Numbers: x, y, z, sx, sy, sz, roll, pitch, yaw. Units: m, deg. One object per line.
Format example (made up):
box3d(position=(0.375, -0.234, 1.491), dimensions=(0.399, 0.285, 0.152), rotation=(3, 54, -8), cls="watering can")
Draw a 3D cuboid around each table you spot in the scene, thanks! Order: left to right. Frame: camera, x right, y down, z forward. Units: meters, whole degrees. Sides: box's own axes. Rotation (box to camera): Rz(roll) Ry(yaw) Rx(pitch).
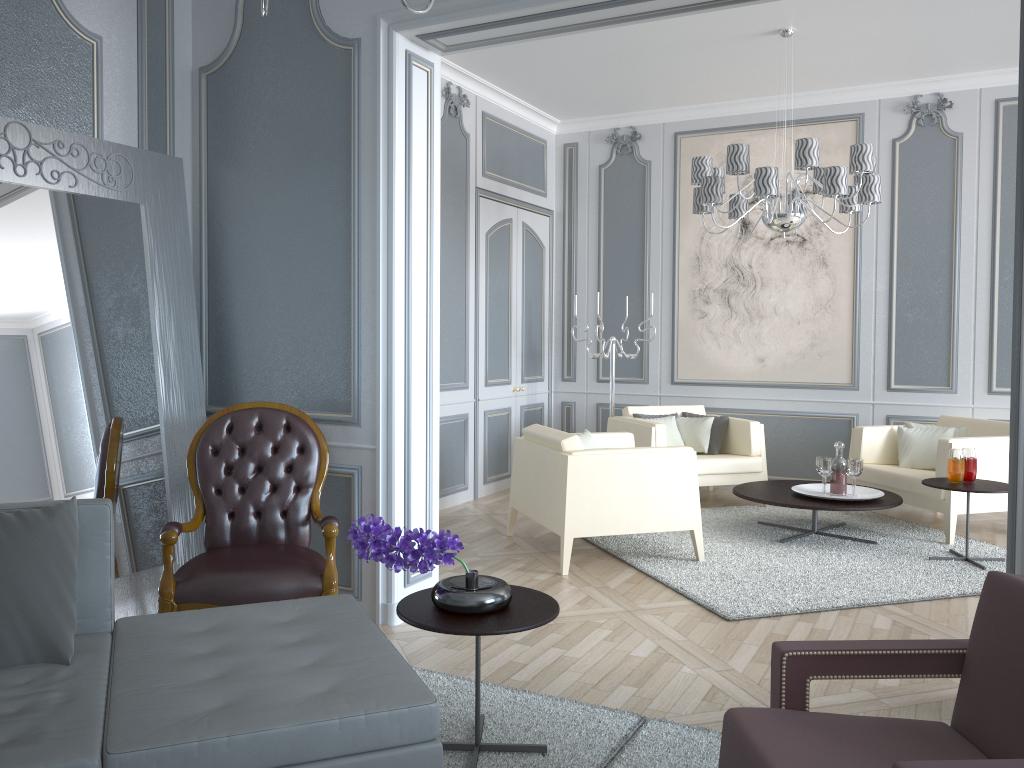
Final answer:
box3d(position=(-0.087, 0.754, 2.263), dimensions=(0.414, 0.385, 0.414), rotation=(1, 3, 15), cls="table")
box3d(position=(1.664, 0.715, 4.871), dimensions=(0.882, 0.239, 0.883), rotation=(2, 3, 25), cls="table")
box3d(position=(2.205, 0.675, 4.290), dimensions=(0.414, 0.385, 0.414), rotation=(0, 3, -15), cls="table")

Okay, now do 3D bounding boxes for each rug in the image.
box3d(position=(-0.350, 1.009, 1.076), dimensions=(2.018, 0.010, 3.205), rotation=(2, 3, 27), cls="rug")
box3d(position=(1.475, 0.840, 4.637), dimensions=(2.000, 0.010, 2.001), rotation=(-1, 3, -18), cls="rug")

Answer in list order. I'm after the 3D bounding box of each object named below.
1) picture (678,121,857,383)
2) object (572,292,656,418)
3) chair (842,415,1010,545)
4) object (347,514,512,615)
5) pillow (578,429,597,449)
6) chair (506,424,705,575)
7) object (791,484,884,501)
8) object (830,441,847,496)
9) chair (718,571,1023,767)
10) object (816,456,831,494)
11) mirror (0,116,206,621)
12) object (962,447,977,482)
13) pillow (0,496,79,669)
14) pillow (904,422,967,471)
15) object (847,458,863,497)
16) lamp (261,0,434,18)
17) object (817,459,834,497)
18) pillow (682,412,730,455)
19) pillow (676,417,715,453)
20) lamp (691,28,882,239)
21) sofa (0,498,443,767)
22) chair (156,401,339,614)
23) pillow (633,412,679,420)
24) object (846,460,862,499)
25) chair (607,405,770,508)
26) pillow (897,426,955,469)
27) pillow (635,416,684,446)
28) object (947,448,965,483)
box3d(position=(1.756, -0.895, 6.208), dimensions=(1.199, 1.750, 0.001), rotation=(2, 2, 27), cls="picture")
box3d(position=(0.702, 0.066, 6.211), dimensions=(0.446, 1.385, 0.447), rotation=(0, 2, -18), cls="object")
box3d(position=(2.498, 0.516, 5.131), dimensions=(0.737, 0.620, 0.855), rotation=(0, 3, -18), cls="chair")
box3d(position=(-0.211, 0.450, 2.251), dimensions=(0.425, 0.221, 0.206), rotation=(0, 2, -3), cls="object")
box3d(position=(0.377, 0.396, 4.636), dimensions=(0.182, 0.285, 0.361), rotation=(2, 3, 33), cls="pillow")
box3d(position=(0.452, 0.533, 4.529), dimensions=(0.737, 0.620, 0.855), rotation=(0, 3, -18), cls="chair")
box3d(position=(1.746, 0.587, 4.761), dimensions=(0.468, 0.028, 0.468), rotation=(3, 4, 40), cls="object")
box3d(position=(1.756, 0.453, 4.764), dimensions=(0.086, 0.290, 0.086), rotation=(-1, 3, -42), cls="object")
box3d(position=(0.706, 0.681, 1.520), dimensions=(0.606, 0.620, 0.576), rotation=(0, 2, -3), cls="chair")
box3d(position=(1.694, 0.496, 4.825), dimensions=(0.080, 0.196, 0.080), rotation=(1, 2, 10), cls="object")
box3d(position=(-1.580, 0.016, 2.948), dimensions=(0.251, 1.791, 1.401), rotation=(1, 3, 27), cls="mirror")
box3d(position=(2.241, 0.397, 4.352), dimensions=(0.075, 0.165, 0.075), rotation=(0, 2, -14), cls="object")
box3d(position=(-1.164, 0.450, 1.900), dimensions=(0.422, 0.354, 0.253), rotation=(-1, 3, -25), cls="pillow")
box3d(position=(2.514, 0.377, 5.280), dimensions=(0.351, 0.276, 0.184), rotation=(2, 3, 33), cls="pillow")
box3d(position=(1.842, 0.500, 4.760), dimensions=(0.080, 0.196, 0.080), rotation=(1, 2, 10), cls="object")
box3d(position=(-0.344, -1.182, 1.279), dimensions=(0.976, 1.119, 0.977), rotation=(1, 2, 15), cls="lamp")
box3d(position=(1.671, 0.501, 4.730), dimensions=(0.080, 0.196, 0.080), rotation=(2, 2, 30), cls="object")
box3d(position=(1.257, 0.336, 5.922), dimensions=(0.351, 0.276, 0.184), rotation=(3, 3, 43), cls="pillow")
box3d(position=(1.177, 0.336, 5.886), dimensions=(0.312, 0.245, 0.163), rotation=(2, 3, 31), cls="pillow")
box3d(position=(1.475, -1.350, 4.807), dimensions=(0.976, 1.119, 0.977), rotation=(1, 2, 15), cls="lamp")
box3d(position=(-1.303, 0.635, 1.659), dimensions=(2.204, 0.667, 0.810), rotation=(-1, 3, -23), cls="sofa")
box3d(position=(-0.890, 0.492, 3.066), dimensions=(0.572, 0.828, 0.575), rotation=(0, 2, -13), cls="chair")
box3d(position=(0.983, 0.335, 5.903), dimensions=(0.351, 0.276, 0.184), rotation=(0, 2, -17), cls="pillow")
box3d(position=(1.804, 0.504, 4.685), dimensions=(0.080, 0.196, 0.080), rotation=(1, 2, 10), cls="object")
box3d(position=(1.126, 0.470, 5.838), dimensions=(0.855, 0.620, 0.737), rotation=(0, 3, -18), cls="chair")
box3d(position=(2.441, 0.378, 5.230), dimensions=(0.312, 0.245, 0.163), rotation=(1, 2, 21), cls="pillow")
box3d(position=(0.974, 0.339, 5.815), dimensions=(0.312, 0.245, 0.163), rotation=(-1, 3, -29), cls="pillow")
box3d(position=(2.162, 0.398, 4.317), dimensions=(0.075, 0.165, 0.075), rotation=(1, 2, 16), cls="object")
